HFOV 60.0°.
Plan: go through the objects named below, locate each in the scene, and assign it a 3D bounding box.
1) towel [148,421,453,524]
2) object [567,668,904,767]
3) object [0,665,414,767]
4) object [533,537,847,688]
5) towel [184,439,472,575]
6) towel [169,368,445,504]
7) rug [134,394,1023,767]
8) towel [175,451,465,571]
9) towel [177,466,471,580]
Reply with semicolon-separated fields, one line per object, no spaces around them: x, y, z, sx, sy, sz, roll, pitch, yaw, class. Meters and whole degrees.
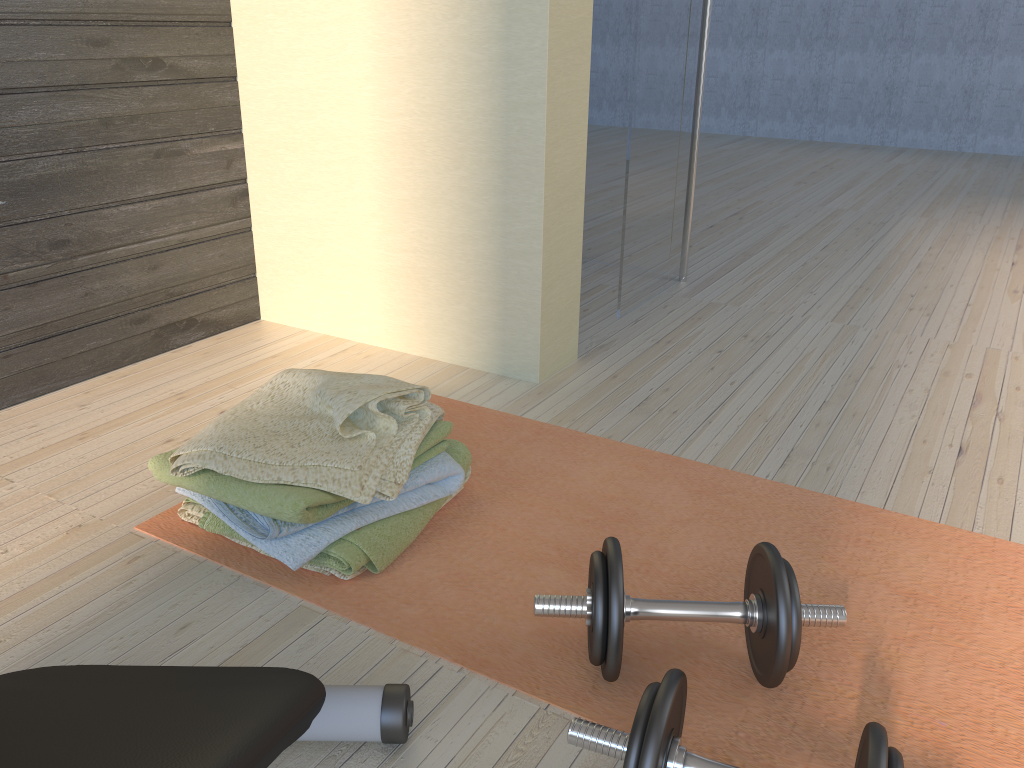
-0.346;0.112;1.468;0.376;0.085;0.371;16;26;32;towel
0.239;0.392;0.862;0.385;0.176;0.176;10;24;20;object
-0.362;0.294;0.309;0.505;0.746;1.312;1;22;0;object
0.219;0.282;1.104;0.385;0.176;0.176;2;22;2;object
-0.298;0.168;1.494;0.380;0.081;0.367;12;25;26;towel
-0.317;0.060;1.451;0.384;0.123;0.373;6;23;13;towel
0.763;0.402;1.077;2.779;0.002;0.716;13;25;28;rug
-0.321;0.147;1.477;0.383;0.078;0.383;-18;29;-39;towel
-0.311;0.183;1.518;0.376;0.044;0.371;13;25;27;towel
